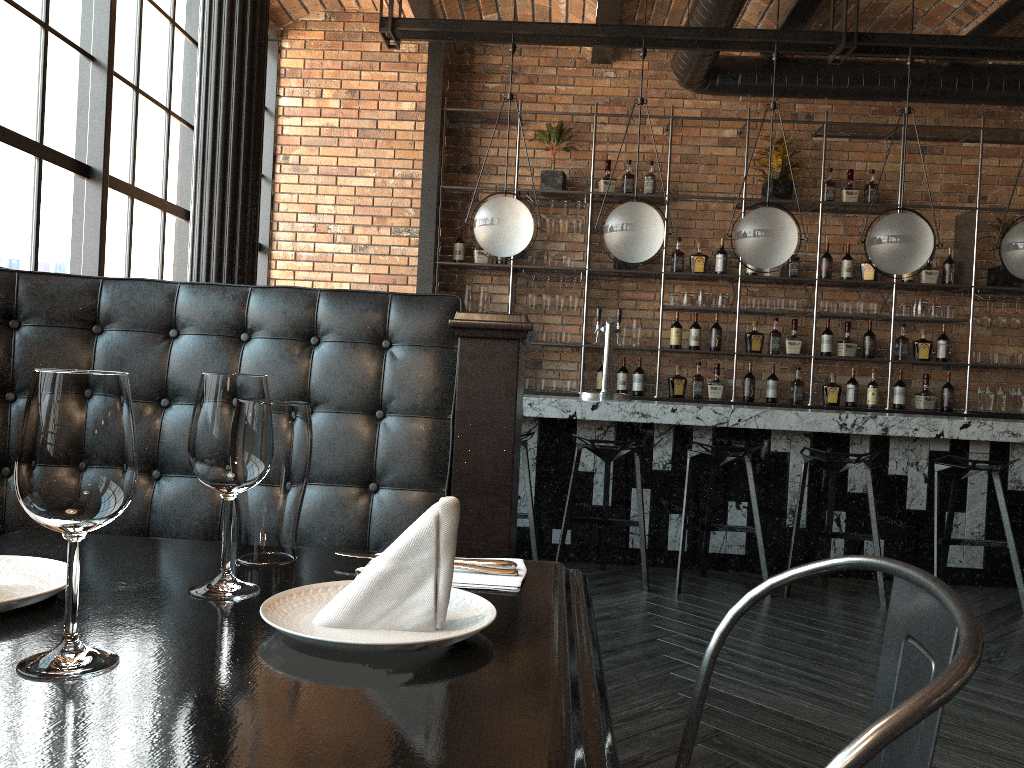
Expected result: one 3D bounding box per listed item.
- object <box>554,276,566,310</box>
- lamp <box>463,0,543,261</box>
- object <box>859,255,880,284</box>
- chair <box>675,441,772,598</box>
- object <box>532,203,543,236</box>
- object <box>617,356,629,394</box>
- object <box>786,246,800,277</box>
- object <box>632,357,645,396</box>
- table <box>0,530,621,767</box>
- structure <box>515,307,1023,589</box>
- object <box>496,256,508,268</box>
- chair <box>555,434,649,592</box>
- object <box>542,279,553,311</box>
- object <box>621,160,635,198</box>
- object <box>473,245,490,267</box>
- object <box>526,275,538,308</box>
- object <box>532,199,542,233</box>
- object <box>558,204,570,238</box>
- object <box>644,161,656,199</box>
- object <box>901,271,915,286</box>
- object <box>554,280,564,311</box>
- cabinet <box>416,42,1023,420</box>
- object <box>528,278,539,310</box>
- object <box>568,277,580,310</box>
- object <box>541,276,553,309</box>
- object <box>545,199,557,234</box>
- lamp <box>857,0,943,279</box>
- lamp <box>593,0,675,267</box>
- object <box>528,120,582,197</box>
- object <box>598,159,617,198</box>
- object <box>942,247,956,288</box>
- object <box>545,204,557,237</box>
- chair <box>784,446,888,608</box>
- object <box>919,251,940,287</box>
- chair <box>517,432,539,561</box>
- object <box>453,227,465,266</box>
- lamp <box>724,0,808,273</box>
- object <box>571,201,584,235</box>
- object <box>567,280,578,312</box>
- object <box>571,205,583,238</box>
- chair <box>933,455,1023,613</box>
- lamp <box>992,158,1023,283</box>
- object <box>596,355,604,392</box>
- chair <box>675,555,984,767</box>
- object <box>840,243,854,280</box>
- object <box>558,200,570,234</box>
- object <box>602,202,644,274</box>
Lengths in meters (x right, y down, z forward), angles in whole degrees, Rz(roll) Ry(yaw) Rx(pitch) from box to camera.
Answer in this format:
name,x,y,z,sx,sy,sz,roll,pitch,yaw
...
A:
name,x,y,z,sx,sy,sz,roll,pitch,yaw
object,0.364,-0.686,6.694,0.092,0.244,0.092,3,1,8
lamp,-0.013,-1.570,5.001,0.340,1.754,0.340,2,1,-41
object,2.695,-0.878,6.673,0.151,0.248,0.094,3,1,31
chair,1.035,0.652,4.476,0.475,0.737,0.414,3,1,-2
object,0.192,-1.270,6.863,0.092,0.244,0.092,3,1,8
object,0.852,-0.064,6.799,0.086,0.298,0.086,2,1,-38
object,2.127,-0.925,6.700,0.083,0.282,0.083,3,1,3
object,0.970,-0.057,6.770,0.086,0.298,0.086,2,1,-38
table,-0.360,0.611,0.878,0.872,0.758,0.872,3,1,3
structure,2.223,0.355,5.527,5.346,1.430,1.930,3,1,3
object,-0.074,-1.046,6.807,0.086,0.299,0.086,2,1,-38
chair,0.473,0.623,4.503,0.475,0.737,0.414,3,1,8
object,0.273,-0.692,6.864,0.092,0.244,0.092,3,1,8
object,0.886,-1.563,6.754,0.083,0.282,0.083,3,1,-12
object,-0.230,-1.043,6.797,0.123,0.279,0.123,3,1,-8
object,0.156,-0.696,6.704,0.092,0.244,0.092,3,1,8
object,0.185,-1.268,6.698,0.092,0.244,0.092,3,1,8
object,0.401,-1.259,6.853,0.092,0.244,0.092,3,1,8
object,1.052,-1.554,6.746,0.083,0.282,0.083,3,1,18
object,2.980,-0.889,6.666,0.086,0.299,0.086,2,1,-38
object,0.372,-0.687,6.859,0.092,0.244,0.092,3,1,8
cabinet,0.972,-0.836,6.717,7.075,3.779,0.564,3,1,3
object,0.164,-0.698,6.869,0.092,0.244,0.092,3,1,8
object,0.468,-0.680,6.690,0.092,0.244,0.092,3,1,8
object,0.265,-0.691,6.699,0.092,0.244,0.092,3,1,8
object,0.294,-1.263,6.693,0.092,0.244,0.092,3,1,8
lamp,2.181,-1.458,4.898,0.340,1.754,0.340,2,1,-41
lamp,0.718,-1.533,4.967,0.340,1.754,0.340,2,1,-41
object,0.327,-1.727,6.805,0.377,0.554,0.422,3,1,-10
object,0.728,-1.568,6.762,0.123,0.279,0.123,3,1,-9
object,3.277,-0.875,6.650,0.086,0.297,0.086,2,1,-38
object,0.302,-1.264,6.858,0.092,0.244,0.092,3,1,8
chair,1.614,0.682,4.449,0.475,0.737,0.414,3,1,13
object,3.125,-0.872,6.640,0.123,0.279,0.123,3,1,11
chair,-0.097,0.594,4.529,0.475,0.737,0.414,3,1,-7
object,-0.406,-1.064,6.850,0.086,0.298,0.086,2,1,-38
lamp,1.450,-1.496,4.933,0.340,1.754,0.340,2,1,-41
object,0.497,-1.252,6.683,0.092,0.244,0.092,3,1,8
object,0.475,-0.682,6.854,0.092,0.244,0.092,3,1,8
object,0.504,-1.254,6.848,0.092,0.244,0.092,3,1,8
chair,2.254,0.714,4.419,0.475,0.737,0.414,3,1,-2
lamp,2.912,-1.421,4.864,0.340,1.754,0.340,2,1,-41
object,0.694,-0.070,6.782,0.086,0.299,0.086,2,1,-38
chair,0.083,0.584,0.825,0.558,0.857,0.504,3,1,8
object,2.539,-0.913,6.712,0.086,0.298,0.086,2,1,-38
object,0.393,-1.258,6.688,0.092,0.244,0.092,3,1,8
object,0.884,-1.109,6.730,0.430,0.526,0.425,3,1,15
